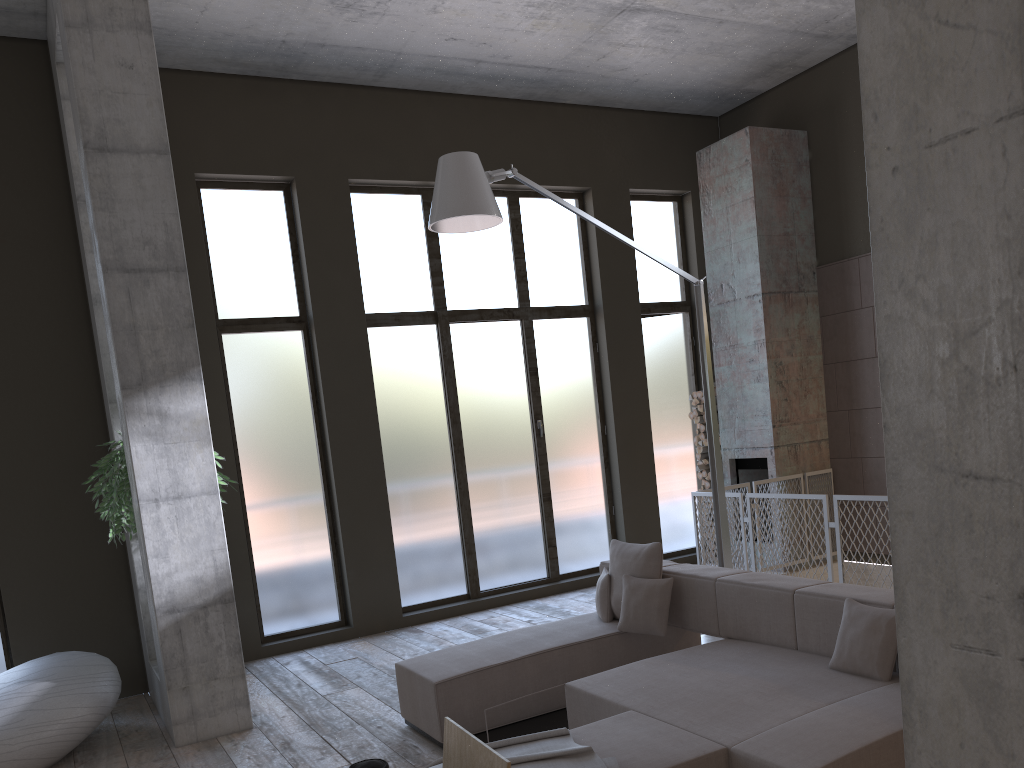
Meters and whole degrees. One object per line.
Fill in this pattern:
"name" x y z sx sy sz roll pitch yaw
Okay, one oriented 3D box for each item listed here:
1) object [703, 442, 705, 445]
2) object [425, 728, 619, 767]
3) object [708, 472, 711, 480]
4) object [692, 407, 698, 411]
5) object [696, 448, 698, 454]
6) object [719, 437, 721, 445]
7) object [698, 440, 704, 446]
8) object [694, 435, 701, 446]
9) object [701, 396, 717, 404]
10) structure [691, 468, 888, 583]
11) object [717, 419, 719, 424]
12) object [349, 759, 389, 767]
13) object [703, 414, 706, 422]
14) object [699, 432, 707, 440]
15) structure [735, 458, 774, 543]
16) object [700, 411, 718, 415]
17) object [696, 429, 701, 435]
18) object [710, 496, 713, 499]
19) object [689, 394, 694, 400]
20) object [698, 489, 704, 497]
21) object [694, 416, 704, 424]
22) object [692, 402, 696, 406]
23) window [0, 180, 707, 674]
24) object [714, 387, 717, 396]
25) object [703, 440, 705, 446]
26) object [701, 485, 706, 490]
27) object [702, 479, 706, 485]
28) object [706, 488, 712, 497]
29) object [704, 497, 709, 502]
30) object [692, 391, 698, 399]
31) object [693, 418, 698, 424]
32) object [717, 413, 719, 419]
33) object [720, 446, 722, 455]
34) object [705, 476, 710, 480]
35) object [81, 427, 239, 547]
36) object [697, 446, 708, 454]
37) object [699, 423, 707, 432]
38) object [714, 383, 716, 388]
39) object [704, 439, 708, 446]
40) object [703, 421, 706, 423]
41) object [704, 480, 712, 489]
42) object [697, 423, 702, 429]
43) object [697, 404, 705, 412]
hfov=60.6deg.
"object" 2.397 0.654 10.066 0.431 0.080 0.115 -5 -1 -29
"object" -0.356 1.784 3.449 1.592 0.507 1.042 -6 -1 -10
"object" 2.454 1.028 10.081 0.451 0.090 0.091 -5 1 -30
"object" 2.269 0.277 10.166 0.421 0.087 0.066 -5 2 -30
"object" 2.319 0.752 10.189 0.419 0.068 0.067 -5 1 -29
"object" 2.513 0.619 9.916 0.433 0.093 0.092 -5 1 -29
"object" 2.348 0.668 10.199 0.419 0.068 0.067 -5 1 -29
"object" 2.283 0.649 10.236 0.360 0.127 0.064 -5 3 -29
"object" 2.316 0.171 9.974 0.360 0.085 0.104 -5 0 -29
"structure" 3.681 1.239 7.071 1.910 0.941 4.443 -6 -2 -29
"object" 2.421 0.420 9.963 0.360 0.068 0.122 -5 -1 -27
"object" -0.540 1.530 3.356 0.295 0.170 0.303 -6 -1 -41
"object" 2.382 0.370 10.014 0.451 0.090 0.091 -5 1 -30
"object" 2.366 0.585 10.156 0.433 0.094 0.092 -5 1 -29
"structure" 2.682 1.254 9.529 0.056 0.937 0.575 -9 5 -29
"object" 2.358 0.309 10.033 0.431 0.080 0.115 -5 -1 -29
"object" 2.234 0.538 10.144 0.249 0.073 0.045 -5 2 -29
"object" 2.492 1.303 10.127 0.475 0.084 0.093 -5 0 -29
"object" 2.230 0.138 10.162 0.419 0.070 0.067 -5 1 -29
"object" 2.358 1.261 10.283 0.362 0.109 0.088 -5 2 -29
"object" 2.314 0.391 10.088 0.475 0.084 0.093 -5 0 -29
"object" 2.265 0.205 10.175 0.360 0.069 0.122 -5 -1 -27
"window" -1.800 0.242 8.218 9.126 4.218 0.208 -6 5 -29
"object" 2.424 0.079 9.961 0.292 0.109 0.099 -5 1 -27
"object" 2.387 0.662 10.128 0.419 0.068 0.067 -5 1 -29
"object" 2.306 1.197 10.211 0.249 0.073 0.045 -5 2 -29
"object" 2.365 1.143 10.261 0.290 0.104 0.101 -5 1 -27
"object" 2.438 1.243 10.223 0.433 0.094 0.092 -5 1 -29
"object" 2.420 1.326 10.266 0.419 0.068 0.067 -5 1 -29
"object" 2.284 0.115 10.119 0.451 0.091 0.091 -5 1 -30
"object" 2.281 0.408 10.156 0.419 0.068 0.067 -5 1 -29
"object" 2.440 0.351 9.965 0.419 0.072 0.067 -5 1 -29
"object" 2.474 0.746 9.922 0.362 0.109 0.088 -5 2 -29
"object" 2.394 1.069 10.160 0.329 0.057 0.089 -5 -1 -29
"object" -2.547 1.141 6.364 1.004 1.883 0.953 -4 4 28
"object" 2.352 0.735 10.121 0.475 0.084 0.093 -5 0 -29
"object" 2.301 0.489 10.091 0.291 0.108 0.098 -5 1 -27
"object" 2.388 0.004 9.940 0.329 0.056 0.088 -5 -1 -29
"object" 2.420 0.645 10.060 0.475 0.084 0.093 -5 0 -29
"object" 2.322 0.411 10.093 0.329 0.057 0.089 -5 -1 -29
"object" 2.373 1.147 10.158 0.291 0.108 0.098 -5 1 -27
"object" 2.294 0.485 10.194 0.290 0.104 0.101 -5 1 -27
"object" 2.338 0.258 10.032 0.475 0.084 0.094 -5 0 -29
